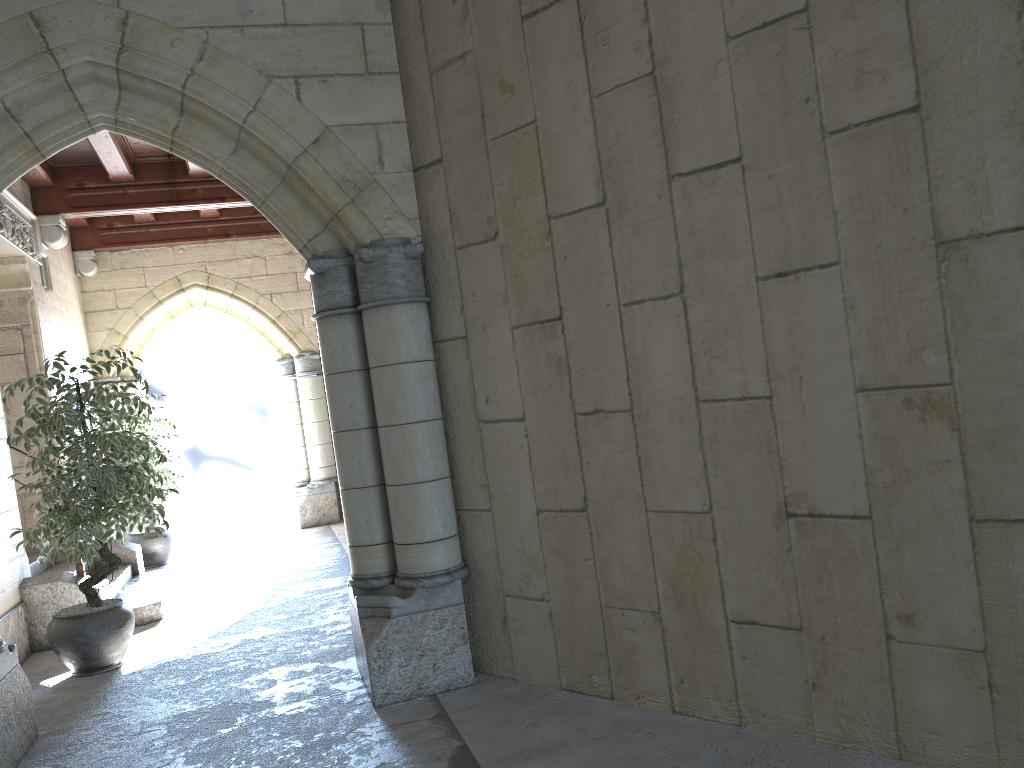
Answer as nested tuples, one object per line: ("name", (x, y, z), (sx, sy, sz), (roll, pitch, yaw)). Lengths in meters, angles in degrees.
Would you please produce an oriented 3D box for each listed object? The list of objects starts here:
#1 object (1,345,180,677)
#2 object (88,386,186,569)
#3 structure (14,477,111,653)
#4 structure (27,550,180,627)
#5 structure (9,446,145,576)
("object", (-2.127, 0.635, 4.533), (0.788, 1.621, 0.749), (-7, 2, 15))
("object", (-3.249, 0.795, 7.695), (0.785, 1.621, 0.751), (-8, 2, -20))
("structure", (-2.920, 0.922, 5.228), (0.886, 1.264, 0.476), (-8, 2, -16))
("structure", (-3.619, 1.247, 5.753), (2.569, 0.811, 1.462), (-8, 0, -16))
("structure", (-3.311, 0.979, 6.583), (0.886, 1.264, 0.473), (-8, 2, -16))
